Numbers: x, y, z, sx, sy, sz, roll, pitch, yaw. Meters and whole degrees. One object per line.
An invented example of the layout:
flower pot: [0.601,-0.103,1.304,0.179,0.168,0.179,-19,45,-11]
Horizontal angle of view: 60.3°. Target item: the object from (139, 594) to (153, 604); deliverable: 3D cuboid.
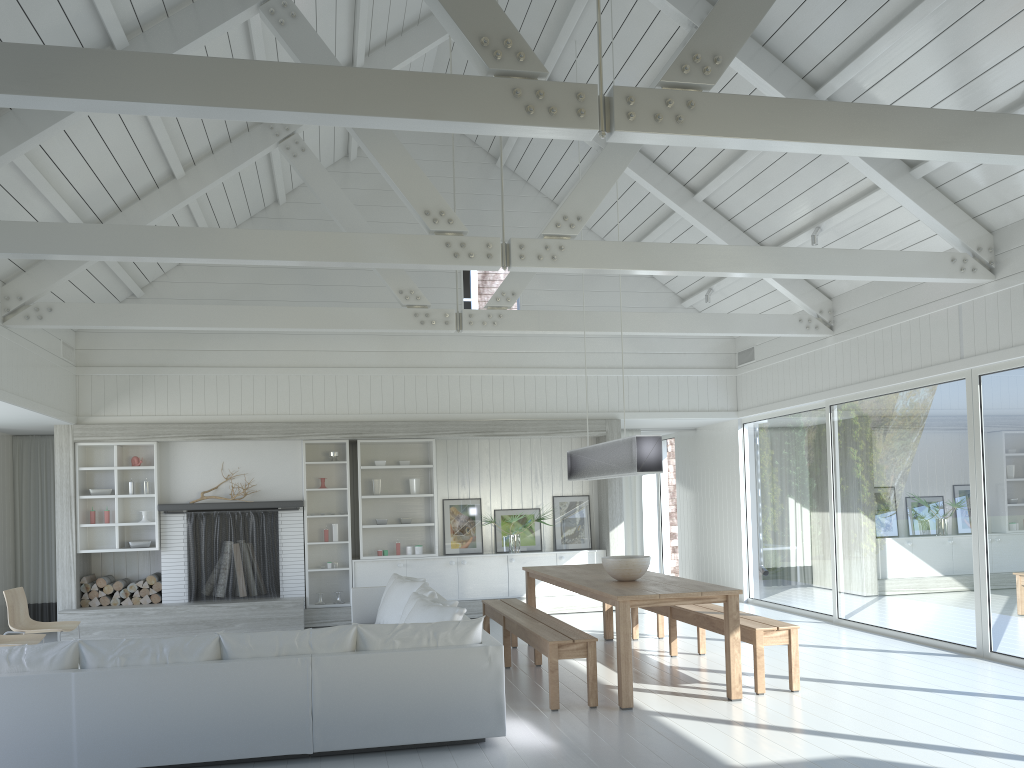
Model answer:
object: [-4.253,2.518,10.357,0.134,0.146,0.551,-1,-7,-12]

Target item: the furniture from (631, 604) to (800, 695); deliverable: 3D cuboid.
furniture: [1.617,2.140,7.544,0.340,0.469,2.699,-1,-7,-12]

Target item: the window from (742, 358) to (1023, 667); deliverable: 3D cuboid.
window: [4.149,0.928,6.289,0.080,2.408,11.002,-1,-7,-12]

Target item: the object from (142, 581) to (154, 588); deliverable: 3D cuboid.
object: [-4.255,2.333,10.332,0.080,0.079,0.481,-1,-7,-13]

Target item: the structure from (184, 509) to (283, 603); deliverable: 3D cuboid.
structure: [-3.234,1.992,10.229,1.097,1.060,0.117,-1,-2,-12]

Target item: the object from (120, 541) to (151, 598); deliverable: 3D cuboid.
object: [-4.406,2.155,10.283,0.341,0.641,0.615,0,-4,-27]

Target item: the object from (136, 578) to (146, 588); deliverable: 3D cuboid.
object: [-4.318,2.322,10.319,0.086,0.091,0.482,-1,-7,-13]

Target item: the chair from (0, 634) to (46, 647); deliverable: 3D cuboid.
chair: [-3.936,2.023,6.732,0.555,0.778,0.598,-1,-4,-12]

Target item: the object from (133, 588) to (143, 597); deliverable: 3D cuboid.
object: [-4.349,2.428,10.310,0.080,0.079,0.481,-1,-7,-13]

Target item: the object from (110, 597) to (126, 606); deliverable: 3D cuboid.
object: [-4.571,2.502,10.283,0.105,0.114,0.520,-1,-7,-13]

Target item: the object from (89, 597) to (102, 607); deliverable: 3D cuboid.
object: [-4.785,2.518,10.246,0.134,0.146,0.551,-1,-7,-12]

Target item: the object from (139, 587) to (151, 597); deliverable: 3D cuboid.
object: [-4.267,2.426,10.340,0.109,0.109,0.497,-1,-7,-13]

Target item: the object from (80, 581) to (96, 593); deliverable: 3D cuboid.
object: [-4.884,2.342,10.214,0.109,0.109,0.497,-1,-7,-13]

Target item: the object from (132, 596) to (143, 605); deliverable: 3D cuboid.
object: [-4.351,2.522,10.328,0.108,0.106,0.518,-1,-7,-13]

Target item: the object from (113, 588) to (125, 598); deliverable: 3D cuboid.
object: [-4.557,2.429,10.266,0.080,0.079,0.481,-1,-7,-13]

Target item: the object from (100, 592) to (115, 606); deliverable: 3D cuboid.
object: [-4.681,2.501,10.252,0.110,0.110,0.497,-1,-7,-13]

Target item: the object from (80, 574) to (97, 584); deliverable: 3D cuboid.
object: [-4.900,2.251,10.200,0.080,0.079,0.481,-1,-7,-13]

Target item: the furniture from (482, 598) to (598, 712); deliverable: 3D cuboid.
furniture: [0.151,2.142,7.238,0.340,0.469,2.699,-1,-7,-12]

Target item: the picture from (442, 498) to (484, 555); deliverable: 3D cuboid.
picture: [-0.618,1.798,11.120,0.494,0.702,0.065,-1,-2,-12]

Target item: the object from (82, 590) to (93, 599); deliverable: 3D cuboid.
object: [-4.880,2.429,10.199,0.080,0.079,0.481,-1,-7,-13]

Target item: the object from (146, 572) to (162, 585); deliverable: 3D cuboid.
object: [-4.196,2.286,10.360,0.110,0.110,0.497,-1,-7,-13]

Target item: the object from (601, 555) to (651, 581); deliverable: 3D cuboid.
object: [0.907,1.464,6.987,0.389,0.184,0.392,1,-7,-21]

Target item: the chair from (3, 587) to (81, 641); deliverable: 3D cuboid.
chair: [-4.039,2.129,7.508,0.555,0.778,0.598,-1,-4,-12]

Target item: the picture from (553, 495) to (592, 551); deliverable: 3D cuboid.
picture: [0.782,1.796,11.411,0.494,0.702,0.065,-1,-2,-12]

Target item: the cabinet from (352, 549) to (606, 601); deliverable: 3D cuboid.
cabinet: [-0.407,2.424,11.161,3.180,0.549,0.657,0,-5,-12]

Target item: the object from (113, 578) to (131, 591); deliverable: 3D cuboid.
object: [-4.549,2.337,10.284,0.109,0.109,0.497,-1,-7,-13]

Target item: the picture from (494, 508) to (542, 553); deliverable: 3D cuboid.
picture: [0.080,1.873,11.273,0.609,0.552,0.054,-1,-2,-12]

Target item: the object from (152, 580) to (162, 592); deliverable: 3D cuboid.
object: [-4.132,2.366,10.370,0.109,0.109,0.497,-1,-7,-13]

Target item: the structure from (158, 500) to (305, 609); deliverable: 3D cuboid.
structure: [-3.306,2.063,10.575,1.616,1.282,0.863,-1,-3,-12]

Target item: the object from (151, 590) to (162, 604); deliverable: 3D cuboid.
object: [-4.149,2.500,10.363,0.110,0.110,0.497,-1,-7,-13]

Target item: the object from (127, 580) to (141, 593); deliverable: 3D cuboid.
object: [-4.398,2.363,10.315,0.109,0.109,0.497,-1,-7,-13]

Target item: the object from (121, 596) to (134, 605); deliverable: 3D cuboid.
object: [-4.447,2.536,10.316,0.134,0.146,0.551,-1,-7,-12]

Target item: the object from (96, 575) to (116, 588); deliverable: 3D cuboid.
object: [-4.720,2.293,10.250,0.110,0.110,0.497,-1,-7,-13]

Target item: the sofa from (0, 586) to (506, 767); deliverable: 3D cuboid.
sofa: [-2.157,2.003,6.764,3.475,0.735,4.162,0,-8,-12]

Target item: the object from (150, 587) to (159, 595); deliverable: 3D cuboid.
object: [-4.175,2.416,10.353,0.080,0.079,0.481,-1,-7,-13]

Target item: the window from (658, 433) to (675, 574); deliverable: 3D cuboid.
window: [2.545,2.023,14.165,0.037,2.421,0.949,-1,-2,-12]

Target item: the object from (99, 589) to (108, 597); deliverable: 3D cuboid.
object: [-4.707,2.417,10.242,0.080,0.079,0.481,-1,-7,-13]

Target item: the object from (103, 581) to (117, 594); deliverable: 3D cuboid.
object: [-4.649,2.371,10.262,0.109,0.109,0.497,-1,-7,-13]

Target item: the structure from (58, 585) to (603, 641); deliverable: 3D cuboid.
structure: [-2.008,2.771,11.130,6.347,0.345,1.895,0,-8,-12]

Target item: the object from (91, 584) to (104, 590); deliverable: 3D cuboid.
object: [-4.787,2.334,10.221,0.080,0.079,0.481,-1,-7,-13]

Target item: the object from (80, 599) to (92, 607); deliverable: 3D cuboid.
object: [-4.883,2.523,10.217,0.108,0.106,0.518,-1,-7,-13]

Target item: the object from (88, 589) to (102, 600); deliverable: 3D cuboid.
object: [-4.799,2.426,10.229,0.109,0.109,0.497,-1,-7,-13]
